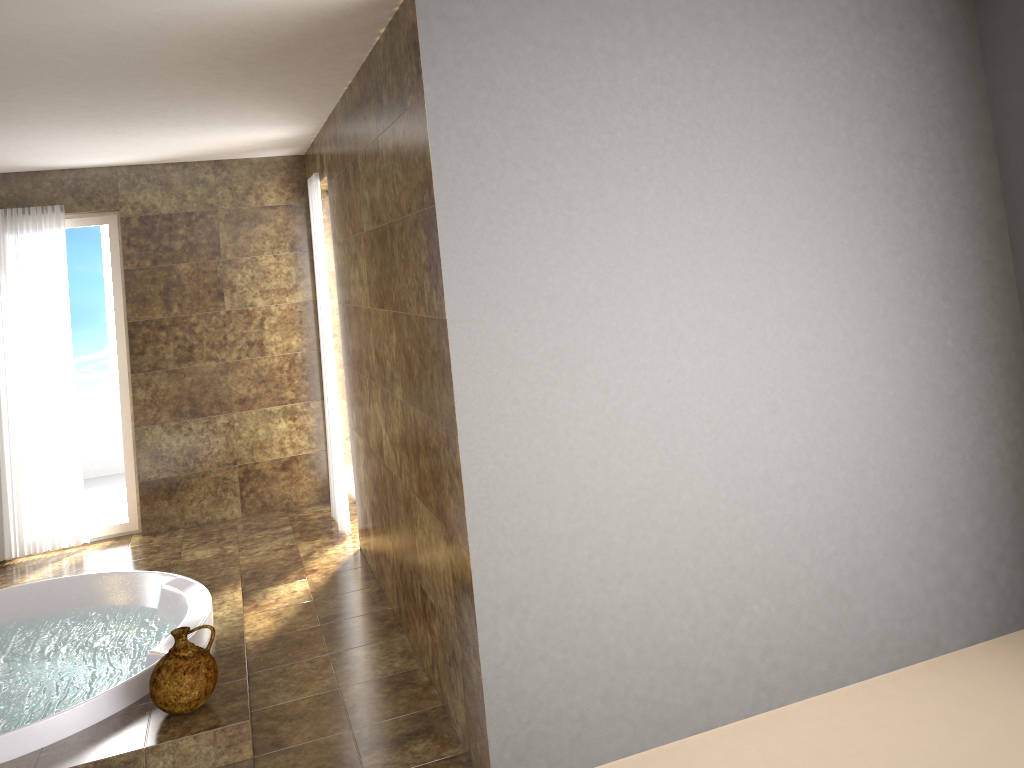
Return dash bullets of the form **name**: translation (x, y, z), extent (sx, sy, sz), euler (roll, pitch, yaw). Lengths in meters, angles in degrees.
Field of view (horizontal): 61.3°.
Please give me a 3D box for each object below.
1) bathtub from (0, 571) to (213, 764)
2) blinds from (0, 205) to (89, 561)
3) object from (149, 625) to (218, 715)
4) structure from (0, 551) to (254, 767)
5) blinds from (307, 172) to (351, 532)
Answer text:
- **bathtub**: translation (-2.150, 1.244, 3.561), extent (1.741, 0.522, 1.771), euler (-4, 8, 12)
- **blinds**: translation (-3.116, -0.044, 5.633), extent (0.522, 2.268, 0.066), euler (-5, -5, -19)
- **object**: translation (-1.176, 1.020, 3.091), extent (0.227, 0.275, 0.232), euler (-5, 1, 43)
- **structure**: translation (-2.148, 1.252, 3.563), extent (2.020, 0.124, 2.003), euler (-9, 9, -18)
- **blinds**: translation (-1.212, -0.237, 5.611), extent (0.069, 2.280, 0.476), euler (-4, -4, -18)
